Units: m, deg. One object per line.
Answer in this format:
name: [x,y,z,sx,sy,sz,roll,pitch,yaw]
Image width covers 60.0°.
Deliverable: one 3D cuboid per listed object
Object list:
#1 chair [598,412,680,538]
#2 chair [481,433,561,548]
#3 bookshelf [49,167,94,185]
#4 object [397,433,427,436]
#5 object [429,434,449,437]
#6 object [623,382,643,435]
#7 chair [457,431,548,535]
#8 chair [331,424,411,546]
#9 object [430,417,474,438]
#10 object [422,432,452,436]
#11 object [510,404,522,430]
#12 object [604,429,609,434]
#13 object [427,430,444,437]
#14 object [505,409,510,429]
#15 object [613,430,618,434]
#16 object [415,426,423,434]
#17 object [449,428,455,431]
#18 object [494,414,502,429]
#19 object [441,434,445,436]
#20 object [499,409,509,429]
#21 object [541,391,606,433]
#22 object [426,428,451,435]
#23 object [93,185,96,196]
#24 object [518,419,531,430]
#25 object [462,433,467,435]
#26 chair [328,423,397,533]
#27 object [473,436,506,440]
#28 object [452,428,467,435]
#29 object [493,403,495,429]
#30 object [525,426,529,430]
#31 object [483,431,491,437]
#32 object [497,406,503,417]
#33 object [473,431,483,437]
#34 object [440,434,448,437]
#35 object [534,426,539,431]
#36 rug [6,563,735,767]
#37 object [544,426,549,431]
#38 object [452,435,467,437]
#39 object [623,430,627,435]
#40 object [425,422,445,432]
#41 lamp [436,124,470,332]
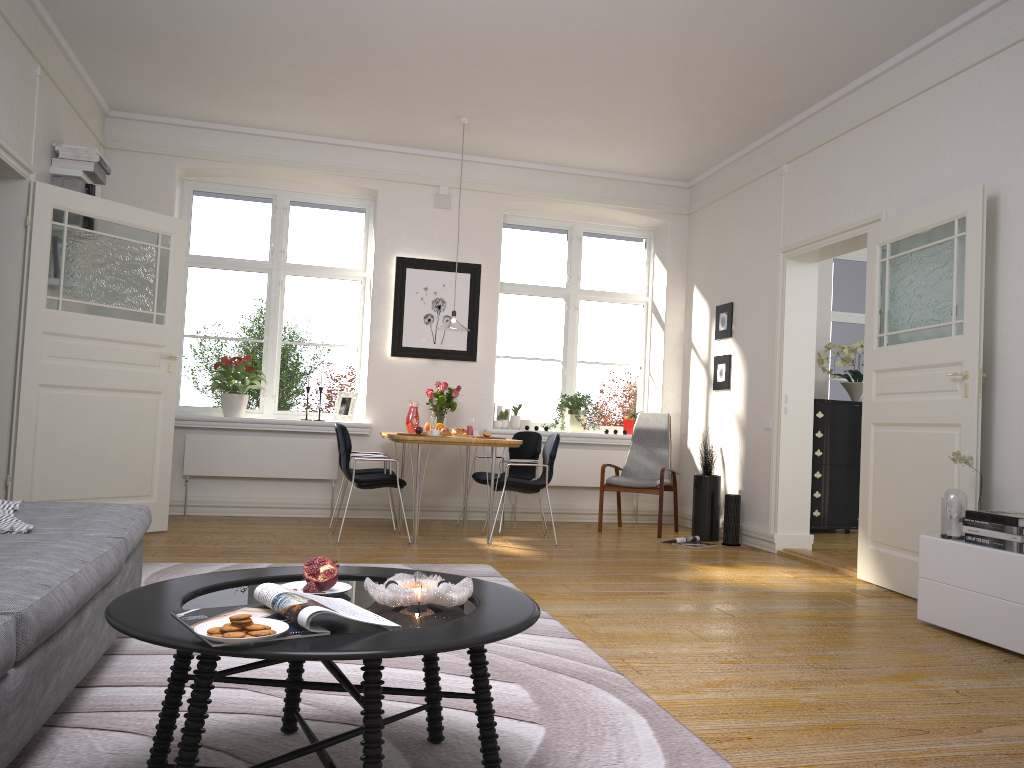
chair: [1.102,0.746,7.488,0.536,1.027,0.593,2,-3,26]
chair: [0.075,0.754,6.525,0.526,0.803,0.575,3,-3,-8]
bookshelf: [-2.955,-0.965,5.897,0.195,0.860,0.337,3,-3,-13]
object: [-0.710,0.363,6.344,0.202,0.010,0.258,3,-3,-14]
object: [-0.522,0.369,6.344,0.160,0.016,0.159,3,-3,-6]
object: [1.149,0.231,8.348,0.271,0.501,0.155,4,-3,-33]
chair: [-0.056,0.779,7.215,0.534,0.803,0.567,5,-3,-40]
chair: [-0.987,0.692,6.245,0.529,0.803,0.573,3,-3,-15]
object: [-0.440,0.314,6.455,0.329,0.141,0.048,2,-3,13]
object: [-0.538,0.388,6.873,0.352,0.023,0.223,3,-3,-14]
object: [0.035,0.296,8.089,0.104,0.244,0.096,5,-3,-36]
object: [0.867,0.433,8.114,0.042,0.048,0.042,3,-3,-7]
object: [-0.534,0.344,6.177,0.128,0.049,0.132,1,-3,34]
object: [-0.047,0.323,8.180,0.050,0.188,0.052,1,-3,36]
object: [0.952,0.438,8.137,0.042,0.048,0.042,3,-3,-7]
object: [-0.675,0.334,6.438,0.061,0.062,0.059,3,-3,-11]
object: [-0.429,0.363,6.863,0.127,0.038,0.129,2,-3,11]
object: [-0.123,0.334,7.939,0.072,0.137,0.072,2,-3,6]
object: [-0.486,0.361,6.184,0.039,0.020,0.058,3,-3,-16]
object: [-0.079,0.316,8.022,0.111,0.185,0.099,2,-3,9]
object: [0.563,0.251,8.131,0.484,0.385,0.552,1,-3,37]
object: [-0.516,0.344,6.345,0.162,0.068,0.151,2,-3,24]
object: [-2.930,-1.186,5.920,0.261,0.311,0.049,3,-3,-15]
object: [0.112,0.375,8.156,0.130,0.097,0.136,1,-3,26]
object: [-0.355,0.375,6.511,0.107,0.036,0.072,1,-3,38]
chair: [-1.139,0.715,6.919,0.526,0.803,0.576,3,-3,-7]
object: [-0.170,0.394,6.487,0.202,0.010,0.258,3,-3,-14]
object: [-0.378,0.356,6.557,0.123,0.059,0.165,0,-4,44]
object: [-0.185,0.291,8.169,0.050,0.238,0.052,1,-3,36]
object: [0.135,0.391,7.924,0.042,0.048,0.042,3,-3,-7]
object: [-0.181,0.361,6.389,0.053,0.048,0.062,1,-3,40]
object: [-0.116,0.307,8.176,0.050,0.213,0.052,1,-3,36]
object: [-0.280,0.379,6.676,0.128,0.049,0.132,1,-3,35]
object: [-0.463,0.368,6.275,0.030,0.020,0.140,1,-3,34]
object: [0.220,0.396,7.947,0.042,0.048,0.042,3,-3,-7]
rug: [-0.674,0.972,3.305,1.970,0.008,3.671,3,-3,-13]
object: [0.309,0.401,7.970,0.042,0.048,0.042,3,-3,-7]
object: [-0.374,0.384,6.539,0.161,0.016,0.158,3,-3,-10]
object: [1.041,0.443,8.161,0.042,0.048,0.042,3,-3,-7]
object: [-0.602,0.337,6.874,0.070,0.074,0.197,1,-3,36]
lamp: [-0.408,-1.318,6.842,0.268,1.808,0.259,4,-3,-31]
